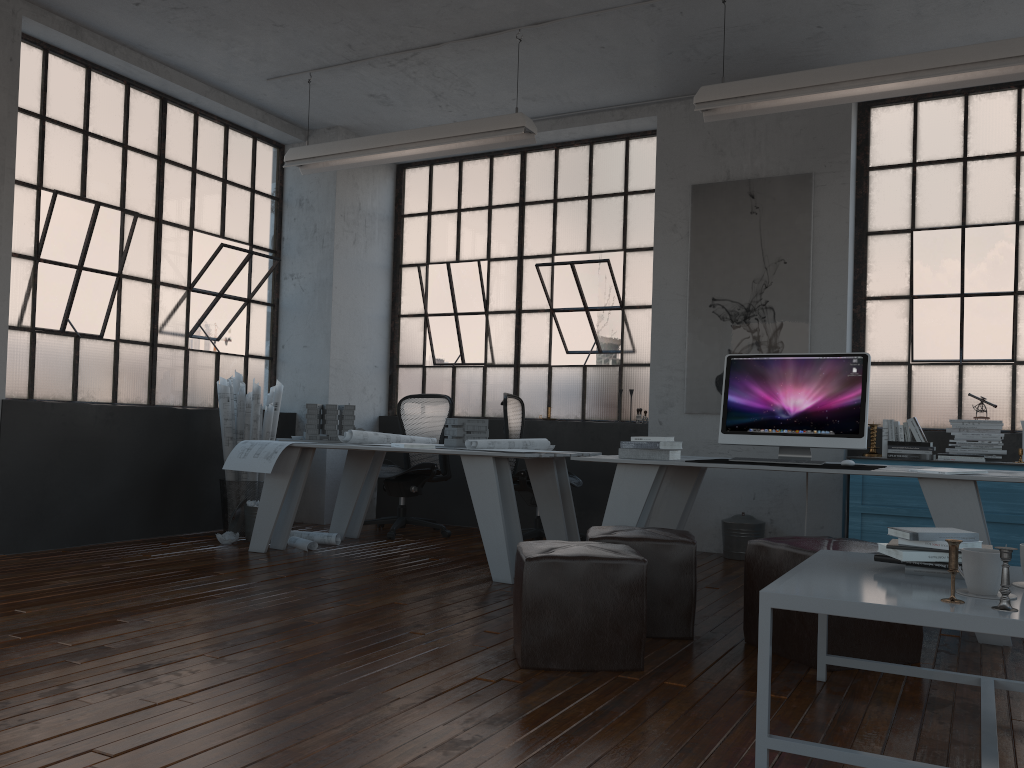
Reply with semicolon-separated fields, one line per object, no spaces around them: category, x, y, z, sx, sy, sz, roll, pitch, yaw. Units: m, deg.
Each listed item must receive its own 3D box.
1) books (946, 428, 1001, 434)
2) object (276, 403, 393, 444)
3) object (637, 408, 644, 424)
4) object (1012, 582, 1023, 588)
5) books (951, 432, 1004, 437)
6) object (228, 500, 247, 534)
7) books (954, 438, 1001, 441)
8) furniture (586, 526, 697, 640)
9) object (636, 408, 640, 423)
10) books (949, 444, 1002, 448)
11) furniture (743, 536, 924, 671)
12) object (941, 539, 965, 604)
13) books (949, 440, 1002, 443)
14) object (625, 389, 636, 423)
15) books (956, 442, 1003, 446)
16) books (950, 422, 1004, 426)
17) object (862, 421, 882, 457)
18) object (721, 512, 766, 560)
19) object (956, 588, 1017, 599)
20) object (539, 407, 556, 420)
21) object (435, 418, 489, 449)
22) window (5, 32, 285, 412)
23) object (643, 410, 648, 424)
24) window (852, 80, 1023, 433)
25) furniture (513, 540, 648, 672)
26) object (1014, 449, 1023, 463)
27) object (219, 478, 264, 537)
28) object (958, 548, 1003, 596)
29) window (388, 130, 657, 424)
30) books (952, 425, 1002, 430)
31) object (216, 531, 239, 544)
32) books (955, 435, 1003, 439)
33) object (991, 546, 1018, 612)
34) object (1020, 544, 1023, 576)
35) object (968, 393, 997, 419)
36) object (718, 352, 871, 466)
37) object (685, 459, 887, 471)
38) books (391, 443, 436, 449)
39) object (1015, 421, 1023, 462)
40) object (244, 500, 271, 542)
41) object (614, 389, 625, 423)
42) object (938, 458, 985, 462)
books;2.868;0.292;5.514;0.296;0.028;0.180;0;-3;28
object;-1.202;0.245;5.998;0.736;0.305;0.434;3;-2;-17
object;0.974;0.241;6.719;0.058;0.117;0.032;0;-2;42
object;1.430;0.547;2.393;0.137;0.003;0.137;4;-4;-41
books;2.889;0.314;5.503;0.288;0.016;0.183;0;-3;28
object;-1.902;0.937;6.125;0.107;0.280;0.293;2;-2;1
books;2.879;0.344;5.481;0.254;0.012;0.161;0;-3;28
furniture;0.545;0.841;3.812;0.479;0.439;0.480;2;-2;6
object;0.964;0.244;6.788;0.032;0.117;0.058;2;-2;-11
books;2.877;0.385;5.506;0.288;0.016;0.183;0;-3;28
furniture;1.238;0.834;3.449;0.503;0.460;0.503;3;-2;-24
object;1.066;0.452;2.142;0.052;0.148;0.052;2;-2;-21
books;2.872;0.357;5.492;0.285;0.012;0.159;0;-3;28
object;0.912;0.171;6.790;0.085;0.259;0.085;2;-1;-9
books;2.886;0.369;5.474;0.256;0.013;0.161;0;-3;28
books;2.878;0.249;5.491;0.288;0.016;0.183;0;-3;28
object;2.374;0.360;5.826;0.132;0.236;0.132;2;-2;-6
object;1.564;1.023;6.000;0.293;0.307;0.293;3;-2;-34
object;1.205;0.533;2.252;0.137;0.003;0.137;4;-4;-41
object;0.299;0.237;7.116;0.124;0.100;0.124;4;-3;-40
object;-0.288;0.310;5.585;0.389;0.182;0.416;3;-3;-32
window;-2.568;-0.960;6.416;0.669;2.389;2.593;1;-2;28
object;1.020;0.253;6.778;0.032;0.102;0.058;3;-2;-27
window;3.518;-0.809;5.565;2.590;2.389;0.670;1;-2;28
furniture;0.239;0.809;3.280;0.470;0.431;0.471;2;-2;-3
object;3.033;0.428;5.286;0.088;0.084;0.088;0;-2;32
object;-1.948;0.892;6.431;0.354;0.398;0.354;0;-2;34
object;1.189;0.479;2.267;0.129;0.109;0.101;0;-3;36
window;0.064;-0.828;7.389;2.590;2.389;0.670;1;-2;28
books;2.879;0.268;5.490;0.273;0.021;0.174;0;-3;28
object;-1.895;1.026;5.910;0.135;0.083;0.108;1;-2;18
books;2.889;0.330;5.486;0.263;0.017;0.168;0;-3;28
object;1.148;0.449;2.063;0.055;0.153;0.055;2;-1;4
object;1.442;0.493;2.390;0.129;0.109;0.101;0;-3;36
object;2.896;0.134;5.455;0.092;0.161;0.177;2;-2;-4
object;1.376;0.115;4.398;0.714;0.552;0.377;1;-2;29
object;1.364;0.397;4.390;0.848;0.008;0.688;0;-3;29
books;-0.592;0.371;5.321;0.200;0.024;0.235;3;-3;-26
object;3.131;0.352;5.426;0.084;0.256;0.084;2;-1;5
object;-1.704;0.932;6.122;0.291;0.293;0.290;3;-2;-21
object;0.837;0.171;6.848;0.085;0.259;0.085;2;-1;-9
object;2.700;0.455;5.326;0.253;0.014;0.187;0;-3;28
